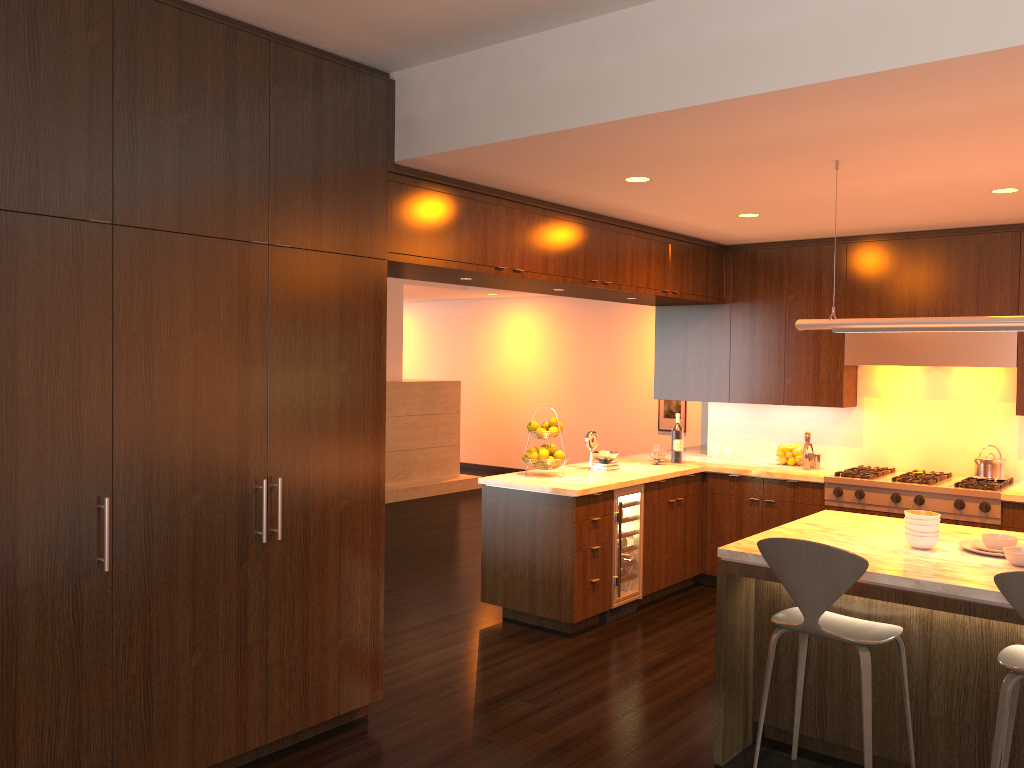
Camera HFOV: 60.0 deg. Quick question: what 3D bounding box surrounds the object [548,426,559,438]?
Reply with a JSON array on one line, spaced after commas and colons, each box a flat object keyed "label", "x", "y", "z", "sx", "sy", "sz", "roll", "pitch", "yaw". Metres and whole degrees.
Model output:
[{"label": "object", "x": 0.275, "y": 0.317, "z": 5.873, "sx": 0.078, "sy": 0.077, "sz": 0.077, "roll": 0, "pitch": 2, "yaw": -34}]

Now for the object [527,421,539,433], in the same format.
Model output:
[{"label": "object", "x": 0.140, "y": 0.284, "z": 5.905, "sx": 0.075, "sy": 0.079, "sz": 0.077, "roll": -1, "pitch": 2, "yaw": -42}]

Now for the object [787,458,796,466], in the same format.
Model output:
[{"label": "object", "x": 2.099, "y": 0.584, "z": 6.657, "sx": 0.064, "sy": 0.063, "sz": 0.074, "roll": 1, "pitch": 2, "yaw": 2}]

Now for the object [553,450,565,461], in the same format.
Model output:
[{"label": "object", "x": 0.312, "y": 0.471, "z": 5.831, "sx": 0.077, "sy": 0.074, "sz": 0.078, "roll": 0, "pitch": 2, "yaw": -36}]

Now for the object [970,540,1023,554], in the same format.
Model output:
[{"label": "object", "x": 2.025, "y": 0.683, "z": 3.684, "sx": 0.216, "sy": 0.025, "sz": 0.217, "roll": 0, "pitch": 2, "yaw": -34}]

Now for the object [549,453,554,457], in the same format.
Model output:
[{"label": "object", "x": 0.275, "y": 0.464, "z": 5.928, "sx": 0.070, "sy": 0.072, "sz": 0.071, "roll": 1, "pitch": 2, "yaw": 3}]

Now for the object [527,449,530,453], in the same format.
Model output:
[{"label": "object", "x": 0.125, "y": 0.472, "z": 6.009, "sx": 0.057, "sy": 0.058, "sz": 0.054, "roll": 0, "pitch": 2, "yaw": -30}]

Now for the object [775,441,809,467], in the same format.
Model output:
[{"label": "object", "x": 2.120, "y": 0.527, "z": 6.708, "sx": 0.207, "sy": 0.175, "sz": 0.189, "roll": 2, "pitch": 2, "yaw": 37}]

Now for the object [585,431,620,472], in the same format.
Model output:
[{"label": "object", "x": 0.645, "y": 0.473, "z": 6.279, "sx": 0.231, "sy": 0.266, "sz": 0.191, "roll": 2, "pitch": 2, "yaw": 42}]

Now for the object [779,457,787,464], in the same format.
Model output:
[{"label": "object", "x": 2.061, "y": 0.582, "z": 6.739, "sx": 0.061, "sy": 0.053, "sz": 0.053, "roll": 2, "pitch": 2, "yaw": 24}]

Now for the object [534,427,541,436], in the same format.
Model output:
[{"label": "object", "x": 0.181, "y": 0.321, "z": 5.946, "sx": 0.070, "sy": 0.068, "sz": 0.062, "roll": 1, "pitch": 2, "yaw": -1}]

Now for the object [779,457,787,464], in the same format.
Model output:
[{"label": "object", "x": 2.044, "y": 0.577, "z": 6.684, "sx": 0.060, "sy": 0.057, "sz": 0.052, "roll": 0, "pitch": 2, "yaw": -16}]

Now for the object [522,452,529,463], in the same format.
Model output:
[{"label": "object", "x": 0.102, "y": 0.490, "z": 5.898, "sx": 0.068, "sy": 0.069, "sz": 0.065, "roll": 1, "pitch": 2, "yaw": 16}]

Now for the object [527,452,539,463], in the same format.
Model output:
[{"label": "object", "x": 0.141, "y": 0.483, "z": 5.827, "sx": 0.077, "sy": 0.077, "sz": 0.077, "roll": -1, "pitch": 2, "yaw": -40}]

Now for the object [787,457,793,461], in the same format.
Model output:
[{"label": "object", "x": 2.105, "y": 0.577, "z": 6.699, "sx": 0.057, "sy": 0.060, "sz": 0.052, "roll": 0, "pitch": 2, "yaw": -12}]

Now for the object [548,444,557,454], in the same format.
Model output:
[{"label": "object", "x": 0.268, "y": 0.429, "z": 5.850, "sx": 0.060, "sy": 0.063, "sz": 0.062, "roll": -1, "pitch": 2, "yaw": -44}]

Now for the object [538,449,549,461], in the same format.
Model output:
[{"label": "object", "x": 0.207, "y": 0.465, "z": 5.782, "sx": 0.068, "sy": 0.077, "sz": 0.079, "roll": 1, "pitch": 2, "yaw": 15}]

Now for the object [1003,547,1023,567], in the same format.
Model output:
[{"label": "object", "x": 1.981, "y": 0.674, "z": 3.437, "sx": 0.138, "sy": 0.059, "sz": 0.139, "roll": 0, "pitch": 2, "yaw": -26}]

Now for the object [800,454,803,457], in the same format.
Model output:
[{"label": "object", "x": 2.177, "y": 0.551, "z": 6.674, "sx": 0.061, "sy": 0.055, "sz": 0.051, "roll": -1, "pitch": 2, "yaw": -39}]

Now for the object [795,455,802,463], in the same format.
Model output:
[{"label": "object", "x": 2.138, "y": 0.559, "z": 6.616, "sx": 0.061, "sy": 0.054, "sz": 0.052, "roll": -1, "pitch": 2, "yaw": -41}]

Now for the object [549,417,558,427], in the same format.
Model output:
[{"label": "object", "x": 0.278, "y": 0.254, "z": 5.887, "sx": 0.068, "sy": 0.072, "sz": 0.071, "roll": 1, "pitch": 2, "yaw": -5}]

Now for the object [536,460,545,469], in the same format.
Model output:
[{"label": "object", "x": 0.189, "y": 0.526, "z": 5.864, "sx": 0.063, "sy": 0.069, "sz": 0.070, "roll": 1, "pitch": 2, "yaw": 1}]

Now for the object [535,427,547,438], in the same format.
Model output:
[{"label": "object", "x": 0.194, "y": 0.325, "z": 5.875, "sx": 0.078, "sy": 0.072, "sz": 0.077, "roll": 1, "pitch": 2, "yaw": 5}]

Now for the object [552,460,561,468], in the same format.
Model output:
[{"label": "object", "x": 0.285, "y": 0.521, "z": 5.890, "sx": 0.078, "sy": 0.075, "sz": 0.078, "roll": 1, "pitch": 2, "yaw": 17}]

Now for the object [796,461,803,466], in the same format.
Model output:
[{"label": "object", "x": 2.157, "y": 0.586, "z": 6.653, "sx": 0.051, "sy": 0.053, "sz": 0.063, "roll": 0, "pitch": 2, "yaw": -10}]

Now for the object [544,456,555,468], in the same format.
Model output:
[{"label": "object", "x": 0.246, "y": 0.511, "z": 5.819, "sx": 0.078, "sy": 0.076, "sz": 0.078, "roll": 2, "pitch": 2, "yaw": 26}]

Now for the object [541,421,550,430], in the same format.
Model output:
[{"label": "object", "x": 0.226, "y": 0.280, "z": 5.921, "sx": 0.061, "sy": 0.063, "sz": 0.062, "roll": 0, "pitch": 2, "yaw": -27}]

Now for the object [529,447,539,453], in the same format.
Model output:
[{"label": "object", "x": 0.150, "y": 0.452, "z": 5.893, "sx": 0.067, "sy": 0.071, "sz": 0.069, "roll": 0, "pitch": 2, "yaw": -16}]

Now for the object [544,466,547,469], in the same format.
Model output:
[{"label": "object", "x": 0.223, "y": 0.536, "z": 5.925, "sx": 0.062, "sy": 0.062, "sz": 0.062, "roll": 1, "pitch": 2, "yaw": -7}]

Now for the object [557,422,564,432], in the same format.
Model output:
[{"label": "object", "x": 0.309, "y": 0.288, "z": 5.928, "sx": 0.071, "sy": 0.074, "sz": 0.070, "roll": 0, "pitch": 2, "yaw": -30}]

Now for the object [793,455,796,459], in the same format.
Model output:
[{"label": "object", "x": 2.148, "y": 0.546, "z": 6.684, "sx": 0.051, "sy": 0.053, "sz": 0.062, "roll": 0, "pitch": 2, "yaw": -10}]

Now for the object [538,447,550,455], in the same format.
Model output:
[{"label": "object", "x": 0.212, "y": 0.453, "z": 5.850, "sx": 0.077, "sy": 0.075, "sz": 0.077, "roll": 1, "pitch": 2, "yaw": 12}]

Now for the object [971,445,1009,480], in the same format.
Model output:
[{"label": "object", "x": 3.158, "y": 0.511, "z": 5.858, "sx": 0.221, "sy": 0.218, "sz": 0.221, "roll": 1, "pitch": 2, "yaw": 23}]

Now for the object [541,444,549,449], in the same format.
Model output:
[{"label": "object", "x": 0.221, "y": 0.428, "z": 5.914, "sx": 0.063, "sy": 0.059, "sz": 0.061, "roll": 0, "pitch": 2, "yaw": -18}]

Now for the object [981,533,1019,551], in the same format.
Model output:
[{"label": "object", "x": 2.025, "y": 0.662, "z": 3.684, "sx": 0.138, "sy": 0.059, "sz": 0.139, "roll": 0, "pitch": 2, "yaw": -26}]

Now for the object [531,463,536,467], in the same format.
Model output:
[{"label": "object", "x": 0.151, "y": 0.529, "z": 5.917, "sx": 0.056, "sy": 0.053, "sz": 0.057, "roll": 1, "pitch": 2, "yaw": -1}]

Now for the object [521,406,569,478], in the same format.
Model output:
[{"label": "object", "x": 0.222, "y": 0.380, "z": 5.911, "sx": 0.324, "sy": 0.461, "sz": 0.324, "roll": 1, "pitch": 2, "yaw": -2}]
